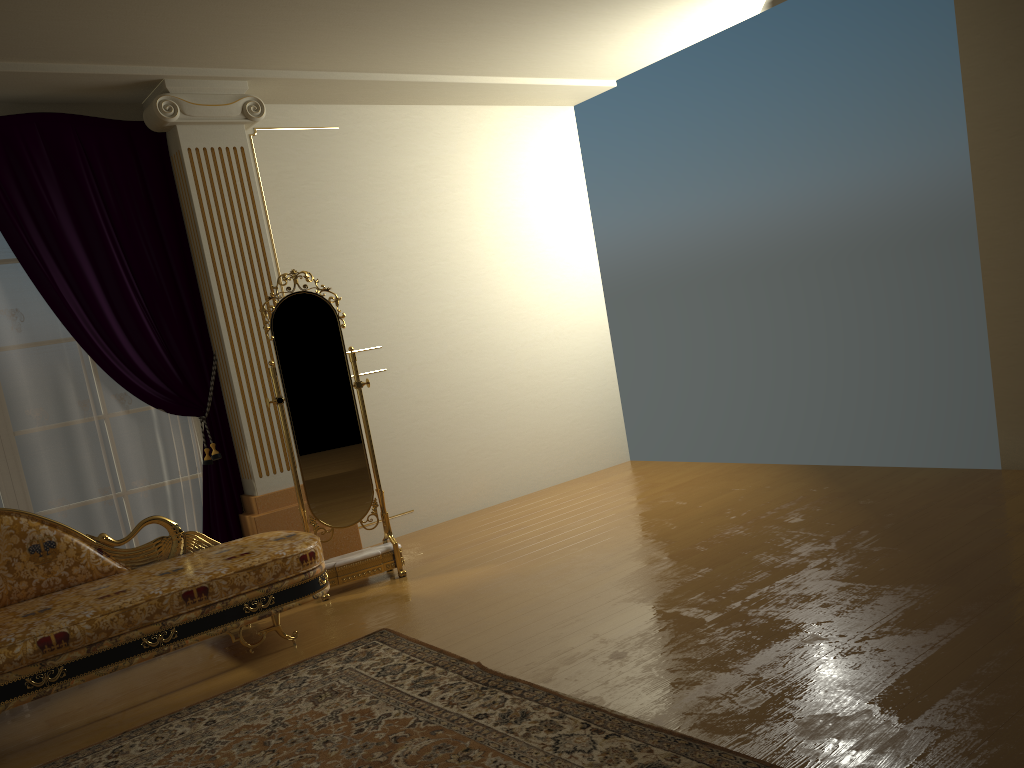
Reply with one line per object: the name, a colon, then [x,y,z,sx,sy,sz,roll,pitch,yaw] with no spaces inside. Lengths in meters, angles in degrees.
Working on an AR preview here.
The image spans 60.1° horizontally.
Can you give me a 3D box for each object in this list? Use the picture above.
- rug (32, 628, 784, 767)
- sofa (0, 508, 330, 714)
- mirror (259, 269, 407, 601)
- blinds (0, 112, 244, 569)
rug: [-0.464,1.193,2.097,2.099,0.017,3.082,-13,5,-37]
sofa: [-1.714,0.869,3.707,1.877,0.878,0.694,-14,7,-36]
mirror: [-0.969,0.247,4.643,0.538,1.714,0.242,-14,8,-26]
blinds: [-2.503,0.060,4.316,2.216,2.675,0.339,-14,9,-35]
